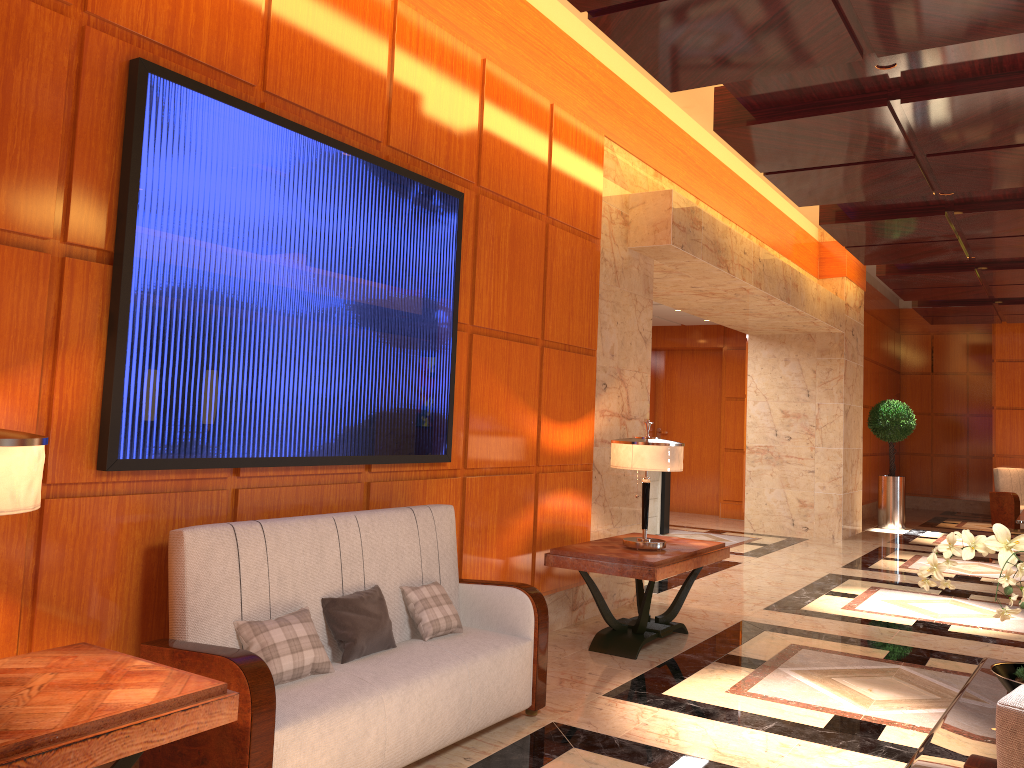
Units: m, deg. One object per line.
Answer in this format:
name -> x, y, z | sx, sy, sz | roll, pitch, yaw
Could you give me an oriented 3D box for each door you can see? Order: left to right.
door -> 2.860, 0.757, 14.478 | 1.286, 2.705, 0.339 | 0, -5, 32

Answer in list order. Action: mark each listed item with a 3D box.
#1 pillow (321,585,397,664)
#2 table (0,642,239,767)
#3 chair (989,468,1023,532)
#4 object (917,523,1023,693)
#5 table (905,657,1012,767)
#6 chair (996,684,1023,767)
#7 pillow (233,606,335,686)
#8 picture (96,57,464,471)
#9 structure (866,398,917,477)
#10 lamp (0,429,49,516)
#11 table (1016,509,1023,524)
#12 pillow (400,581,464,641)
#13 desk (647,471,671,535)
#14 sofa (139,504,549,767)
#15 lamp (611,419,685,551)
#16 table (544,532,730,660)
pillow -> -0.619, 0.974, 3.603 | 0.160, 0.253, 0.357 | 0, -4, 29
table -> -1.406, 1.087, 2.087 | 0.725, 0.608, 1.267 | 0, -4, 32
chair -> 8.082, 1.827, 14.058 | 0.737, 0.964, 0.627 | 3, -4, -9
object -> 1.666, 0.746, 2.704 | 0.788, 0.619, 0.416 | 2, -4, 9
table -> 1.752, 1.310, 2.728 | 0.722, 0.497, 1.556 | 0, -3, 35
chair -> 1.166, 0.981, 1.368 | 0.627, 0.964, 0.737 | 6, -5, -39
pillow -> -0.825, 0.958, 3.220 | 0.195, 0.227, 0.343 | 0, -4, 37
picture -> -0.841, -0.370, 3.922 | 0.056, 1.457, 1.991 | -1, -4, 32
structure -> 5.818, 1.076, 13.590 | 0.722, 1.718, 0.719 | 2, -4, 10
lamp -> -1.353, 0.370, 2.053 | 0.458, 0.796, 0.457 | 3, -4, -6
table -> 5.138, 1.525, 7.349 | 1.600, 0.747, 1.596 | 1, -3, 32
pillow -> -0.354, 1.016, 3.960 | 0.202, 0.230, 0.272 | 0, -4, 35
desk -> 0.892, 1.274, 10.555 | 0.941, 1.144, 2.918 | 0, -4, 32
sofa -> -0.552, 1.015, 3.579 | 0.612, 0.935, 1.794 | 0, -4, 33
lamp -> 0.843, 0.624, 5.558 | 0.458, 0.812, 0.457 | -1, -6, 41
table -> 0.825, 1.338, 5.650 | 0.725, 0.608, 1.267 | 0, -4, 32
